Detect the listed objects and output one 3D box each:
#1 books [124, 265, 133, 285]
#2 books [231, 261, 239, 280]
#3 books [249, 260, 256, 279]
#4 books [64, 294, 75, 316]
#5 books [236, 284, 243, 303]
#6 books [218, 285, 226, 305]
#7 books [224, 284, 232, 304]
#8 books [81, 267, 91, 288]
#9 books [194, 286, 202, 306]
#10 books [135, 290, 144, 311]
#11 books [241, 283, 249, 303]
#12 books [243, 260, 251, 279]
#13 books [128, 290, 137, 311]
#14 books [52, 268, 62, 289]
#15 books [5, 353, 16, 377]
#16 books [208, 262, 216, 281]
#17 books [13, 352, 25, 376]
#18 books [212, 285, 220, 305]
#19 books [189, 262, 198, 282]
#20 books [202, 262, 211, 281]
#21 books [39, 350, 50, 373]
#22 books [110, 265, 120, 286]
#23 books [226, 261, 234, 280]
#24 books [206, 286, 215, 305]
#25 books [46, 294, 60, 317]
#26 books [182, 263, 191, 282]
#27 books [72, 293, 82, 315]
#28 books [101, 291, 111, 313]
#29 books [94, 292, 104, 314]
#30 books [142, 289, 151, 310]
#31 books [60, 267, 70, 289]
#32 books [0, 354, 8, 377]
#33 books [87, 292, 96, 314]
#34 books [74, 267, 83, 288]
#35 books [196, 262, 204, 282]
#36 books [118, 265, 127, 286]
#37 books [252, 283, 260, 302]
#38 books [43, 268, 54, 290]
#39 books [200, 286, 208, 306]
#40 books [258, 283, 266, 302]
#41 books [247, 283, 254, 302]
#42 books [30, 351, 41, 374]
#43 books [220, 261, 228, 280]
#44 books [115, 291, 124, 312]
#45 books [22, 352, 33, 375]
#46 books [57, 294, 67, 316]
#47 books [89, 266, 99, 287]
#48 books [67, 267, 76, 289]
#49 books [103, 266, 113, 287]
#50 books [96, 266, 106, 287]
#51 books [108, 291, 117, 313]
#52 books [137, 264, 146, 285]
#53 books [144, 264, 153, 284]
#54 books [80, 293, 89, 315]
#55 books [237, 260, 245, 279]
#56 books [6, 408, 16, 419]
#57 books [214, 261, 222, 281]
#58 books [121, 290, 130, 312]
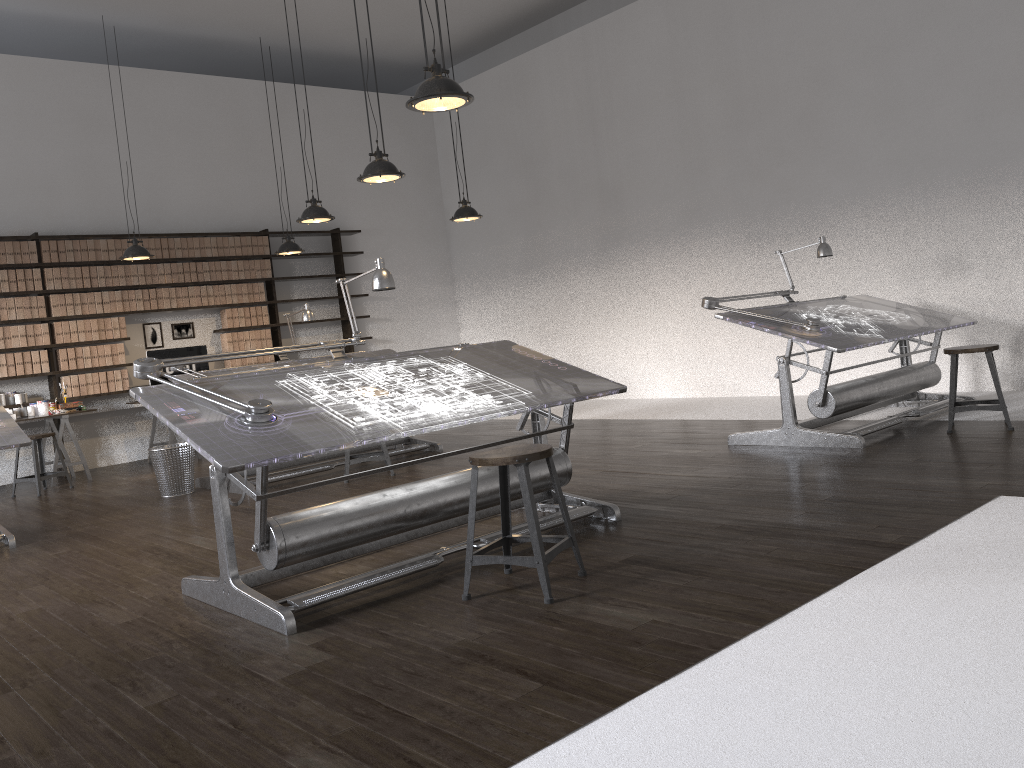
[{"bbox_3d":[-4.127,-1.150,9.469,0.067,0.225,0.174,-7,2,-41],"label":"books"},{"bbox_3d":[-3.238,-1.303,10.250,0.067,0.225,0.174,-7,2,-41],"label":"books"},{"bbox_3d":[-3.082,-1.331,10.393,0.067,0.225,0.174,-7,2,-41],"label":"books"},{"bbox_3d":[-4.549,-0.804,9.066,0.067,0.225,0.174,-7,2,-41],"label":"books"},{"bbox_3d":[-3.194,-1.039,10.267,0.067,0.225,0.174,-7,2,-41],"label":"books"},{"bbox_3d":[-3.347,-1.012,10.132,0.067,0.225,0.174,-7,2,-41],"label":"books"},{"bbox_3d":[-3.292,-1.022,10.175,0.067,0.225,0.174,-7,2,-41],"label":"books"},{"bbox_3d":[-4.439,-1.095,9.188,0.067,0.225,0.174,-7,2,-41],"label":"books"},{"bbox_3d":[-3.556,-0.976,9.941,0.067,0.225,0.174,-7,2,-41],"label":"books"},{"bbox_3d":[-4.032,-0.893,9.524,0.067,0.225,0.174,-7,2,-41],"label":"books"},{"bbox_3d":[-3.141,-1.048,10.308,0.067,0.225,0.174,-7,2,-41],"label":"books"},{"bbox_3d":[-3.133,-1.322,10.345,0.067,0.225,0.174,-7,2,-41],"label":"books"},{"bbox_3d":[-4.088,-0.884,9.480,0.067,0.225,0.174,-7,2,-41],"label":"books"},{"bbox_3d":[-4.644,-1.059,9.006,0.067,0.225,0.174,-7,2,-41],"label":"books"},{"bbox_3d":[-4.934,-0.184,8.685,0.067,0.225,0.174,-7,2,-41],"label":"books"},{"bbox_3d":[-3.440,-1.269,10.076,0.067,0.225,0.174,-7,2,-41],"label":"books"},{"bbox_3d":[-4.875,-0.193,8.730,0.067,0.225,0.174,-7,2,-41],"label":"books"},{"bbox_3d":[-3.401,-1.003,10.088,0.067,0.225,0.174,-7,2,-41],"label":"books"},{"bbox_3d":[-3.599,-1.241,9.929,0.067,0.225,0.174,-7,2,-41],"label":"books"},{"bbox_3d":[-3.490,-1.260,10.026,0.067,0.225,0.174,-7,2,-41],"label":"books"},{"bbox_3d":[-4.706,-0.223,8.882,0.067,0.225,0.174,-7,2,-41],"label":"books"},{"bbox_3d":[-4.228,-1.132,9.382,0.067,0.225,0.174,-7,2,-41],"label":"books"},{"bbox_3d":[-3.286,-1.295,10.210,0.067,0.225,0.174,-7,2,-41],"label":"books"},{"bbox_3d":[-3.450,-0.994,10.039,0.067,0.225,0.174,-7,2,-41],"label":"books"},{"bbox_3d":[-4.653,-0.786,8.980,0.067,0.225,0.174,-7,2,-41],"label":"books"},{"bbox_3d":[-3.658,-1.231,9.884,0.067,0.225,0.174,-7,2,-41],"label":"books"},{"bbox_3d":[-4.497,-0.813,9.116,0.067,0.225,0.174,-7,2,-41],"label":"books"},{"bbox_3d":[-4.286,-0.849,9.302,0.067,0.225,0.174,-7,2,-41],"label":"books"},{"bbox_3d":[-4.339,-0.840,9.253,0.067,0.225,0.174,-7,2,-41],"label":"books"},{"bbox_3d":[-3.982,-0.902,9.574,0.067,0.225,0.174,-7,2,-41],"label":"books"},{"bbox_3d":[-4.590,-1.069,9.054,0.067,0.225,0.174,-7,2,-41],"label":"books"},{"bbox_3d":[-4.984,-0.174,8.635,0.067,0.225,0.174,-7,2,-41],"label":"books"},{"bbox_3d":[-4.394,-0.831,9.209,0.067,0.225,0.174,-7,2,-41],"label":"books"},{"bbox_3d":[-4.498,-1.085,9.144,0.067,0.225,0.174,-7,2,-41],"label":"books"},{"bbox_3d":[-3.547,-1.250,9.983,0.067,0.225,0.174,-7,2,-41],"label":"books"},{"bbox_3d":[-4.173,-1.141,9.422,0.067,0.225,0.174,-7,2,-41],"label":"books"},{"bbox_3d":[-3.041,-1.066,10.403,0.067,0.225,0.174,-7,2,-41],"label":"books"},{"bbox_3d":[-4.700,-1.050,8.961,0.067,0.225,0.174,-7,2,-41],"label":"books"},{"bbox_3d":[-3.502,-0.985,9.988,0.067,0.225,0.174,-7,2,-41],"label":"books"},{"bbox_3d":[-2.986,-1.075,10.447,0.067,0.225,0.174,-7,2,-41],"label":"books"},{"bbox_3d":[-3.094,-1.056,10.356,0.067,0.225,0.174,-7,2,-41],"label":"books"},{"bbox_3d":[-4.763,-0.213,8.829,0.067,0.225,0.174,-7,2,-41],"label":"books"},{"bbox_3d":[-3.333,-1.287,10.162,0.067,0.225,0.174,-7,2,-41],"label":"books"},{"bbox_3d":[-4.187,-0.866,9.385,0.067,0.225,0.174,-7,2,-41],"label":"books"},{"bbox_3d":[-4.823,-0.203,8.783,0.067,0.225,0.174,-7,2,-41],"label":"books"},{"bbox_3d":[-4.603,-0.794,9.018,0.067,0.225,0.174,-7,2,-41],"label":"books"},{"bbox_3d":[-4.387,-1.105,9.242,0.067,0.225,0.174,-7,2,-41],"label":"books"},{"bbox_3d":[-4.546,-1.077,9.099,0.067,0.225,0.174,-7,2,-41],"label":"books"},{"bbox_3d":[-4.281,-1.123,9.335,0.067,0.225,0.174,-7,2,-41],"label":"books"},{"bbox_3d":[-4.331,-1.114,9.285,0.067,0.225,0.174,-7,2,-41],"label":"books"},{"bbox_3d":[-4.240,-0.858,9.344,0.067,0.225,0.174,-7,2,-41],"label":"books"},{"bbox_3d":[-4.023,-1.167,9.555,0.067,0.225,0.174,-7,2,-41],"label":"books"},{"bbox_3d":[-3.973,-1.176,9.605,0.067,0.225,0.174,-7,2,-41],"label":"books"},{"bbox_3d":[-4.448,-0.822,9.165,0.067,0.225,0.174,-7,2,-41],"label":"books"},{"bbox_3d":[-3.183,-1.313,10.296,0.067,0.225,0.174,-7,2,-41],"label":"books"},{"bbox_3d":[-4.832,0.284,8.304,0.295,0.147,0.384,-9,4,-41],"label":"books"},{"bbox_3d":[-3.387,-1.278,10.122,0.067,0.225,0.174,-7,2,-41],"label":"books"},{"bbox_3d":[-4.141,-0.875,9.434,0.067,0.225,0.174,-7,2,-41],"label":"books"}]
